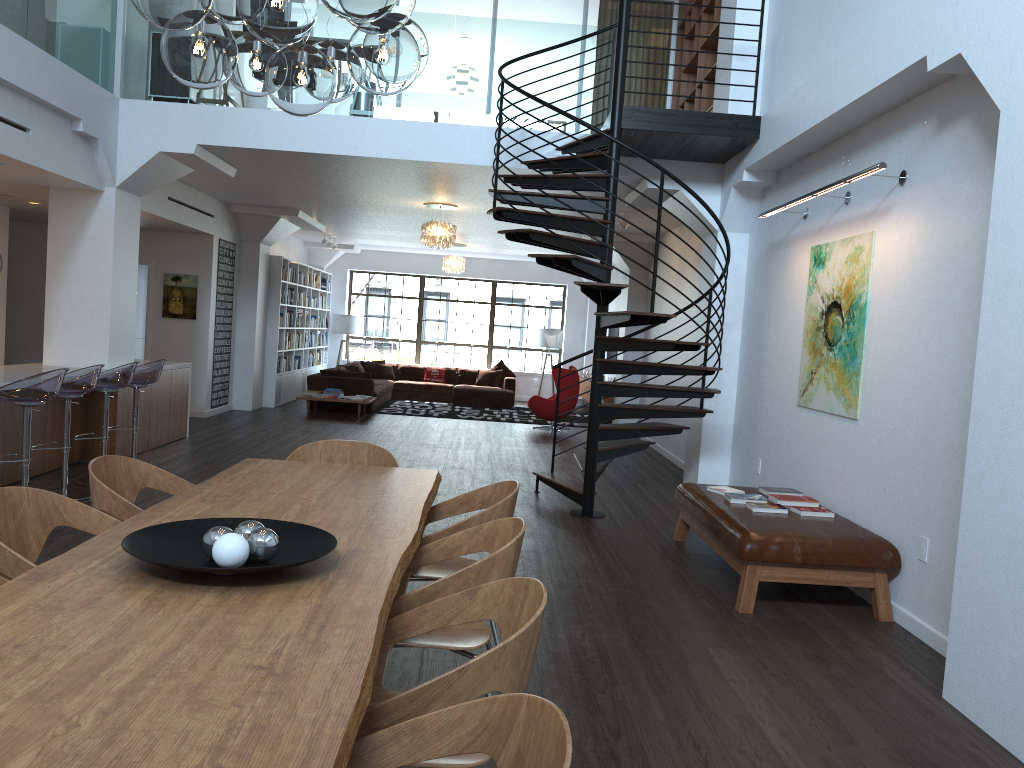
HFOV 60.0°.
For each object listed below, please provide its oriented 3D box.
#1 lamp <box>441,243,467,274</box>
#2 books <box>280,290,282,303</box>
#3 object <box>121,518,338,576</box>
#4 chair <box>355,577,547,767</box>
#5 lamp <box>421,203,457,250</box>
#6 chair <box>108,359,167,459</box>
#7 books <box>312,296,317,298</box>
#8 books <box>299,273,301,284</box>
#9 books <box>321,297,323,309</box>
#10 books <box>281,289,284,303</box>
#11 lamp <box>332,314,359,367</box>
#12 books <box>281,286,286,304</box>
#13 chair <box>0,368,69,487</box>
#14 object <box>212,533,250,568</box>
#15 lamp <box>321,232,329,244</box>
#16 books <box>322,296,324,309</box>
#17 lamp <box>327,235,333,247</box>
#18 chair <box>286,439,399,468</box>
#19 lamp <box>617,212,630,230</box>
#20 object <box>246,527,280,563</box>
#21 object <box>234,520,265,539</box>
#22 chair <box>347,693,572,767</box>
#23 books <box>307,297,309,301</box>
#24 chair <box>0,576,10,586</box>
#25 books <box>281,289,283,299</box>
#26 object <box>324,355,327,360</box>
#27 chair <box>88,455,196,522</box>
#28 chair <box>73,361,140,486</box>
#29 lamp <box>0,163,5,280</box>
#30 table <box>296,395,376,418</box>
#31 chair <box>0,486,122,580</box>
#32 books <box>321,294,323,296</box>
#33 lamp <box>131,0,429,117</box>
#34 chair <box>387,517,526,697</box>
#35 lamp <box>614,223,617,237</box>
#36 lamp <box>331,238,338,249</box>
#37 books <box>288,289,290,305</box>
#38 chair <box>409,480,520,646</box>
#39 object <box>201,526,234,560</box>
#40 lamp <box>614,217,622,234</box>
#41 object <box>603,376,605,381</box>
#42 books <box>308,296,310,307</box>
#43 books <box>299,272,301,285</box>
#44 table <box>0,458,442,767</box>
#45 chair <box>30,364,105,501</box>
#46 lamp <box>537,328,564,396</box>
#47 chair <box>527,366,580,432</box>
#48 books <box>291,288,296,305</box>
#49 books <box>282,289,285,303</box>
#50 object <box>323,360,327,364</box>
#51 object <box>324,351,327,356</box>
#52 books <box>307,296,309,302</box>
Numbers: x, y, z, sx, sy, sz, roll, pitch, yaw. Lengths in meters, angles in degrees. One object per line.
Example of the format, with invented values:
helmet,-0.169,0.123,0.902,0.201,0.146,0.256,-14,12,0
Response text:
lamp,-1.058,-2.286,16.234,0.441,0.539,0.442,7,4,40
books,-3.783,-1.402,14.231,0.161,0.218,0.101,4,3,-2
object,-0.806,0.483,2.560,0.592,0.066,0.592,1,5,-44
chair,-0.230,0.910,2.232,0.618,0.833,0.629,4,3,-2
lamp,-0.920,-1.979,11.184,0.441,0.539,0.442,7,4,40
chair,-3.360,0.266,7.914,0.481,1.014,0.530,4,3,0
books,-3.870,-1.591,17.209,0.140,0.231,0.042,4,3,-2
books,-3.796,-1.849,15.600,0.146,0.202,0.027,4,3,-2
books,-3.885,-1.626,17.726,0.174,0.240,0.045,4,3,-2
books,-3.778,-1.414,14.292,0.172,0.235,0.112,4,3,-2
lamp,-3.540,-0.662,18.685,0.545,1.579,0.545,3,3,-13
books,-3.776,-1.451,14.451,0.176,0.290,0.053,4,3,-2
chair,-3.297,0.382,6.018,0.481,1.014,0.530,4,3,0
object,-0.782,0.464,2.466,0.100,0.100,0.100,7,5,43
lamp,-3.323,-2.584,15.722,0.111,0.211,0.120,6,4,32
books,-3.875,-1.634,17.765,0.183,0.253,0.034,4,3,-2
lamp,-3.337,-2.615,16.227,0.120,0.211,0.111,1,5,-43
chair,-0.885,0.731,4.498,0.629,0.833,0.618,4,3,-7
lamp,1.349,-1.965,10.681,0.120,0.211,0.111,2,4,-28
object,-0.717,0.462,2.543,0.100,0.100,0.100,7,5,43
object,-0.776,0.453,2.626,0.100,0.100,0.100,7,5,43
chair,-0.221,0.956,1.453,0.618,0.833,0.629,4,3,-2
books,-3.843,-1.522,16.421,0.139,0.191,0.036,4,3,-2
chair,-1.442,0.829,2.188,0.618,0.833,0.629,4,3,-2
books,-3.780,-1.410,14.260,0.152,0.232,0.104,4,3,-2
object,-4.018,-0.552,18.365,0.331,0.088,0.410,4,3,-2
chair,-1.466,0.737,3.729,0.618,0.833,0.629,4,3,-4
chair,-3.343,0.304,7.285,0.481,1.014,0.530,4,3,-4
lamp,-3.202,-1.727,7.957,0.149,1.807,2.842,7,4,37
table,-2.719,0.340,13.785,1.100,0.271,0.853,4,3,-2
chair,-1.462,0.783,2.950,0.618,0.833,0.629,4,3,-2
books,-3.884,-1.656,17.799,0.176,0.290,0.036,4,3,-2
lamp,-0.650,-1.969,2.728,0.849,2.140,1.787,4,3,-3
chair,-0.270,0.862,2.994,0.618,0.833,0.629,4,3,0
lamp,1.322,-2.027,11.703,0.111,0.211,0.120,6,4,32
lamp,-3.350,-2.646,16.744,0.120,0.211,0.111,2,4,-28
books,-3.814,-1.459,14.809,0.180,0.259,0.042,4,3,-2
chair,-0.285,0.815,3.760,0.617,0.830,0.629,4,3,-2
object,-0.841,0.459,2.550,0.100,0.100,0.100,7,5,43
lamp,1.335,-1.997,11.198,0.120,0.211,0.111,1,5,-43
object,1.754,-0.103,17.230,0.089,0.110,0.089,7,5,43
books,-3.841,-1.530,16.480,0.146,0.202,0.027,4,3,-2
books,-3.802,-1.869,15.683,0.140,0.231,0.042,4,3,-2
table,-0.833,0.890,2.579,1.012,0.750,3.803,4,3,-2
chair,-3.342,0.342,6.648,0.481,1.014,0.530,4,3,-4
lamp,0.764,-0.368,18.716,0.545,1.579,0.545,4,3,9
chair,0.657,0.199,13.874,0.801,1.006,0.798,5,4,23
books,-3.815,-1.500,15.238,0.176,0.291,0.053,4,3,-2
books,-3.784,-1.423,14.375,0.174,0.242,0.105,4,3,-2
object,-4.025,-0.464,18.371,0.331,0.088,0.410,4,3,-2
object,-4.020,-0.640,18.360,0.316,0.088,0.410,4,3,-2
books,-3.849,-1.529,16.453,0.146,0.202,0.027,4,3,-2
